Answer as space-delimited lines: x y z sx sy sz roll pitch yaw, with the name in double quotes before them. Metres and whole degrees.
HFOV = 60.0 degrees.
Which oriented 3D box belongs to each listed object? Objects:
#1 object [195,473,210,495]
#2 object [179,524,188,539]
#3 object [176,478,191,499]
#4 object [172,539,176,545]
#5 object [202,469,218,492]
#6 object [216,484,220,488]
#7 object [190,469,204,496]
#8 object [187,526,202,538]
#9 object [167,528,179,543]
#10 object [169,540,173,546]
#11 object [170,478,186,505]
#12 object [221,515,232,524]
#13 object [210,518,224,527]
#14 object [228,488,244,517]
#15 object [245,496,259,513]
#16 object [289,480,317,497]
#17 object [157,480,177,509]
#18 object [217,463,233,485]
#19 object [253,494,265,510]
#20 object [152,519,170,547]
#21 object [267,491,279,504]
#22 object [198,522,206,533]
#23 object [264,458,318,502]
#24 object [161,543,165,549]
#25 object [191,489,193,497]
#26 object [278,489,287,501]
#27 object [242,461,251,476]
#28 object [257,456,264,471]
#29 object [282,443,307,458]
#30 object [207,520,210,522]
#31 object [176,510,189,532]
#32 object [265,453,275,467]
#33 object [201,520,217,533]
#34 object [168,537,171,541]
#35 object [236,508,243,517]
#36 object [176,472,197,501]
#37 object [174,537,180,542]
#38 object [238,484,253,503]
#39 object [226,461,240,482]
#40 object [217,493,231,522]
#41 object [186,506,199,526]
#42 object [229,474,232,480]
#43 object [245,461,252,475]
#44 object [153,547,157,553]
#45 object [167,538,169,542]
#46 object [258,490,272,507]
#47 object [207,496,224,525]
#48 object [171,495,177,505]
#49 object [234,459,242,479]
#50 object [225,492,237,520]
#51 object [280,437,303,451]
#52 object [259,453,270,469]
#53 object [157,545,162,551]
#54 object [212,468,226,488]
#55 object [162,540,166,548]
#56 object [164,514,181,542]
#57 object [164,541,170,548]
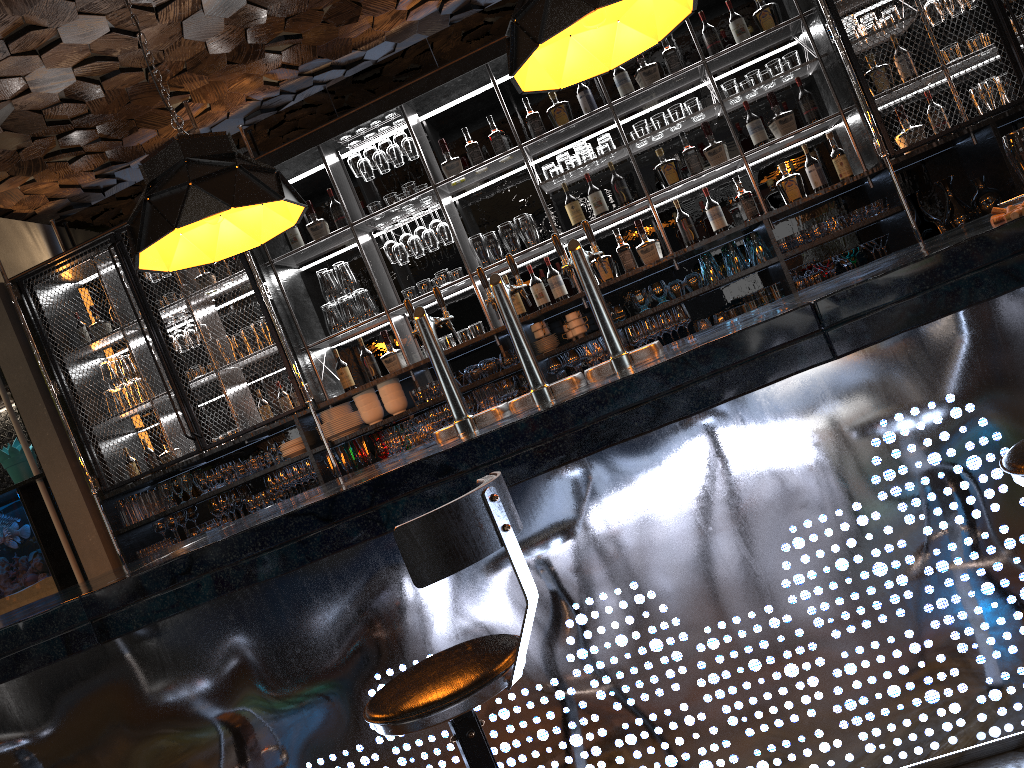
"object" -1.968 0.637 5.658 0.081 0.132 0.081 -22 0 -18
"object" -2.184 0.965 5.911 0.091 0.227 0.091 -22 0 14
"object" -2.085 0.665 5.692 0.087 0.170 0.087 -22 0 -29
"object" -2.252 1.075 5.926 0.034 0.080 0.034 -22 0 20
"object" -1.901 0.610 5.592 0.081 0.132 0.081 -22 0 -18
"object" -1.943 0.626 5.802 0.081 0.132 0.081 -22 0 -18
"object" -2.060 0.654 5.834 0.087 0.170 0.087 -22 0 -29
"object" -2.011 0.962 5.630 0.093 0.101 0.093 -22 0 -21
"object" -2.200 0.972 5.778 0.091 0.227 0.091 -22 0 -40
"object" -2.258 1.077 5.882 0.034 0.080 0.034 -22 0 10
"object" -2.160 0.695 5.746 0.087 0.170 0.087 -22 0 -29
"object" -1.878 0.907 5.815 0.093 0.101 0.093 -22 0 25
"object" -1.899 0.916 5.716 0.093 0.101 0.093 -22 0 31
"object" -1.735 0.780 5.644 0.088 0.229 0.077 -22 0 10
"object" -1.631 0.782 5.592 0.074 0.146 0.065 -22 0 -13
"object" -1.311 0.607 5.771 0.376 0.227 0.186 -22 0 9
"object" -2.180 0.704 5.629 0.087 0.170 0.087 -22 0 -29
"object" -1.797 0.568 5.559 0.074 0.131 0.074 -22 0 23
"object" -1.615 0.775 5.694 0.065 0.146 0.074 -22 0 23
"object" -2.220 0.980 5.672 0.091 0.227 0.091 -22 0 -27
"object" -1.526 0.738 5.684 0.065 0.146 0.074 -22 0 33
"object" -1.993 0.954 5.734 0.093 0.101 0.093 -22 0 -29
"object" -1.344 0.621 5.578 0.376 0.227 0.186 -22 0 9
"object" -2.275 1.085 5.795 0.034 0.080 0.034 -22 0 19
"object" -2.140 0.687 5.862 0.087 0.170 0.087 -22 0 -29
"object" -1.505 0.729 5.784 0.074 0.146 0.065 -22 0 33
"object" -1.700 0.544 5.627 0.078 0.103 0.078 -22 0 -37
"object" -1.617 0.512 5.610 0.078 0.099 0.078 -22 0 -22
"object" -1.332 0.413 5.535 0.211 0.060 0.209 -22 0 -30
"object" -1.974 0.946 5.836 0.093 0.101 0.093 -22 0 -3
"object" -2.116 0.937 5.754 0.091 0.227 0.091 -22 0 -26
"object" -1.583 0.497 5.783 0.078 0.099 0.078 -22 0 -22
"object" -1.912 0.921 5.610 0.093 0.101 0.093 -22 0 -27
"object" -2.293 1.082 5.971 0.031 0.098 0.031 -22 0 15
"object" -1.799 0.806 5.839 0.077 0.229 0.088 -22 0 -15
"object" -2.044 0.648 5.591 0.087 0.170 0.087 -22 0 -29
"object" -2.242 1.071 5.971 0.034 0.080 0.034 -22 0 20
"object" -1.711 0.770 5.764 0.088 0.229 0.077 -22 0 12
"object" -1.779 0.561 5.644 0.074 0.131 0.074 -22 0 23
"object" -1.826 0.817 5.667 0.088 0.229 0.077 -22 0 -30
"object" -2.093 0.927 5.868 0.091 0.227 0.091 -22 0 -27
"object" -1.859 0.591 5.837 0.081 0.132 0.081 -22 0 -18
"object" -1.686 0.538 5.718 0.078 0.103 0.078 -22 0 -37
"object" -2.289 1.090 5.707 0.034 0.080 0.034 -22 0 -25
"object" -2.298 1.084 5.935 0.031 0.098 0.031 -22 0 -33
"object" -1.543 0.746 5.579 0.074 0.146 0.065 -22 0 5
"object" -1.842 0.824 5.577 0.088 0.229 0.077 -22 0 24
"object" -2.303 0.762 5.969 0.051 0.152 0.058 -22 0 -29
"object" -1.765 0.554 5.729 0.074 0.131 0.074 -22 0 23
"object" -1.816 0.813 5.748 0.077 0.229 0.088 -22 0 26
"object" -1.346 0.375 5.535 0.209 0.060 0.211 -22 0 -35
"object" -1.601 0.505 5.701 0.078 0.099 0.078 -22 0 -22
"object" -2.281 1.087 5.755 0.034 0.080 0.034 -22 0 -22
"object" -1.884 0.602 5.711 0.081 0.132 0.081 -22 0 -18
"object" -2.302 1.085 5.897 0.031 0.098 0.031 -22 0 42
"object" -2.136 0.946 5.652 0.091 0.227 0.091 -22 0 33
"object" -2.264 1.080 5.842 0.034 0.080 0.034 -22 0 -7
